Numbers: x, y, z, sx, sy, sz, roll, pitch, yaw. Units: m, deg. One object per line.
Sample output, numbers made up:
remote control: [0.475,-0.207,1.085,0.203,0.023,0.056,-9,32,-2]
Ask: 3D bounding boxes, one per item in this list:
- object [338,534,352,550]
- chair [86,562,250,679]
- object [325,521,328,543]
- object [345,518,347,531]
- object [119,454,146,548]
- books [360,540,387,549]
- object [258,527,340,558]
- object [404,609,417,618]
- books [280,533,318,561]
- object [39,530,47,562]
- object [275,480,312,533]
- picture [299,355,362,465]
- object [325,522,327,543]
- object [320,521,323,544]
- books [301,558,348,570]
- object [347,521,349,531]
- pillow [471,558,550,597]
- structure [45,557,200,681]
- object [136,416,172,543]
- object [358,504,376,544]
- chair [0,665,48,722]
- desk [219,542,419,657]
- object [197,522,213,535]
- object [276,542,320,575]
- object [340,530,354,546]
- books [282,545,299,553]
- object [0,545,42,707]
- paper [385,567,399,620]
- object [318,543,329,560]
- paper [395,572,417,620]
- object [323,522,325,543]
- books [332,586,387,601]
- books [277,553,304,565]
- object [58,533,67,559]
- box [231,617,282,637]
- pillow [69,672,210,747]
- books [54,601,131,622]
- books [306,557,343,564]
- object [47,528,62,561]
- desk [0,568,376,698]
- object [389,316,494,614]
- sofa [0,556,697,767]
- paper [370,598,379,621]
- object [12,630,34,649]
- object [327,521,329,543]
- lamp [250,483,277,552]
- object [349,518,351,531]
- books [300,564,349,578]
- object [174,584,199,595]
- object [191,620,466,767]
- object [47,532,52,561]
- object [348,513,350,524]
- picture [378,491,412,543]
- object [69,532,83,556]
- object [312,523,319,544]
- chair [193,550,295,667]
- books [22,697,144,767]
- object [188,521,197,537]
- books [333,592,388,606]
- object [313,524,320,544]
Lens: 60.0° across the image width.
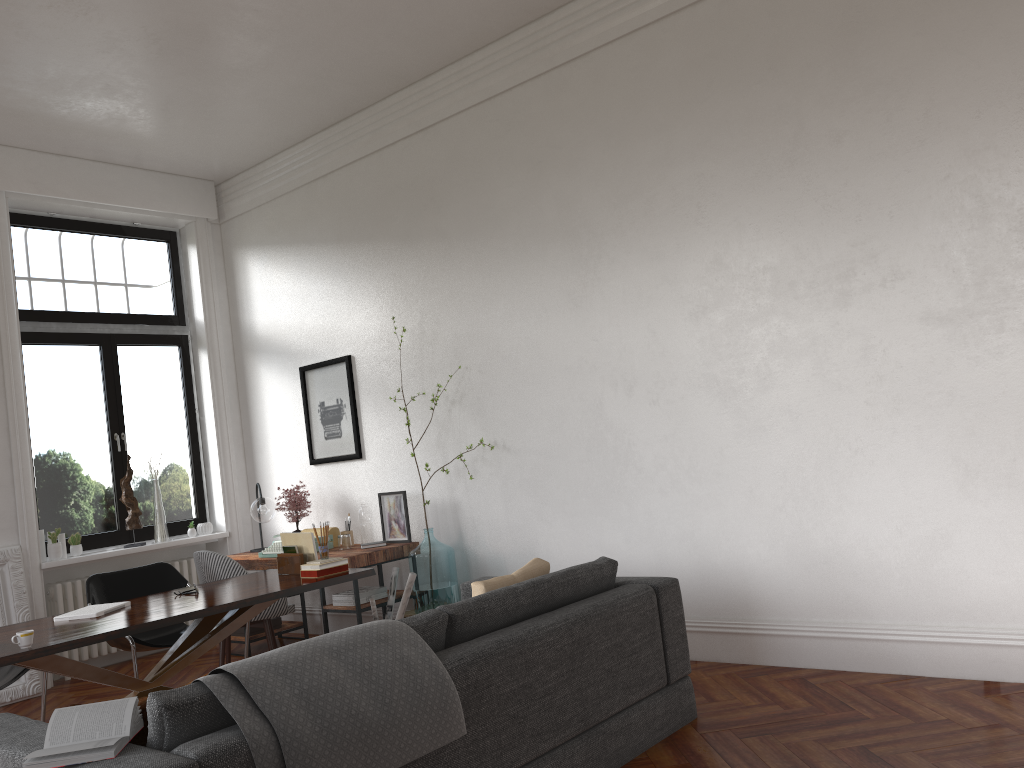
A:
object: [-1.217,1.148,6.448,0.093,0.101,0.093,-9,-4,31]
chair: [-2.096,1.540,5.329,0.747,0.871,0.752,-10,-4,40]
object: [-1.058,0.880,5.053,0.038,0.194,0.008,-6,-3,-24]
object: [-1.247,1.113,6.671,0.008,0.207,0.054,-7,-3,5]
object: [-3.090,0.946,7.180,0.165,0.753,0.143,-7,-3,-8]
books: [-1.005,1.150,6.337,0.213,0.031,0.129,-6,-4,-13]
object: [-1.619,1.181,6.625,0.536,0.148,0.484,-10,-5,38]
object: [-0.495,1.693,6.024,0.436,0.316,0.341,-10,-5,40]
books: [-1.256,0.994,5.251,0.310,0.239,0.043,-10,-4,40]
object: [-3.544,1.219,6.677,0.051,0.238,0.051,-6,-3,-15]
object: [-1.726,1.037,7.053,0.290,0.528,0.309,-7,-3,-5]
picture: [-1.455,0.220,7.106,0.635,0.815,0.050,-10,-4,40]
object: [-1.052,0.876,5.019,0.008,0.195,0.037,-5,-4,-38]
object: [-1.084,0.882,5.057,0.008,0.195,0.032,-7,-3,-6]
books: [-1.051,1.011,4.973,0.164,0.028,0.207,-10,-5,38]
object: [-1.236,1.113,6.677,0.008,0.207,0.054,-8,-3,27]
pillow: [-0.018,1.020,3.860,0.226,0.460,0.486,-10,-4,40]
structure: [-3.058,1.895,7.231,0.226,0.777,1.452,-9,-5,40]
object: [-2.911,0.787,7.384,0.290,1.052,0.295,-10,-4,43]
object: [-1.066,1.033,6.515,0.111,0.302,0.112,-6,-3,-14]
chair: [-2.851,1.566,4.429,0.747,0.871,0.752,-10,-4,40]
desk: [-1.502,1.628,6.619,1.801,0.757,0.647,-10,-5,40]
object: [-2.676,1.261,7.728,0.132,0.097,0.134,-8,-4,10]
object: [-1.252,1.024,5.207,0.229,0.166,0.149,-10,-5,40]
object: [-1.236,1.160,6.650,0.075,0.113,0.058,-10,-4,40]
books: [-1.294,1.031,5.229,0.129,0.157,0.040,-10,-4,40]
object: [-3.689,1.687,6.006,0.234,1.061,0.829,-9,-4,40]
paper: [-0.822,1.558,5.928,0.048,0.625,0.294,-9,-4,32]
object: [-1.067,0.948,5.029,0.058,0.091,0.058,-9,-4,27]
paper: [-0.734,1.533,5.746,0.330,0.609,0.047,-8,-3,20]
object: [-1.060,0.878,5.008,0.008,0.193,0.049,-6,-3,-26]
books: [-1.046,1.439,6.104,0.226,0.038,0.308,-10,-5,40]
books: [-1.288,1.048,5.166,0.221,0.124,0.028,-10,-4,40]
object: [-3.423,1.235,6.749,0.051,0.188,0.051,-6,-3,-15]
box: [-2.032,1.908,6.983,0.297,0.082,0.317,-10,-5,40]
pillow: [-1.082,1.095,2.732,0.469,0.396,0.331,-6,-3,-13]
books: [-2.125,1.155,4.503,0.231,0.026,0.326,-7,-4,5]
books: [-1.054,0.993,4.990,0.128,0.008,0.159,-11,-5,41]
object: [-3.431,1.201,6.649,0.098,0.244,0.102,-8,-3,18]
desk: [-1.819,1.498,4.419,1.031,0.750,2.225,-10,-5,40]
object: [-0.461,0.496,6.031,0.808,2.056,0.354,-8,-3,21]
sofa: [-0.507,1.278,3.484,1.264,0.828,2.643,-10,-5,40]
paper: [-0.861,1.624,5.751,0.073,0.478,0.033,-6,-3,-13]
object: [-2.016,1.056,3.657,0.082,0.065,0.064,-5,-4,-29]
object: [-1.051,0.879,5.044,0.044,0.194,0.008,-6,-3,-20]
lamp: [-2.009,1.066,7.111,0.207,0.549,0.442,-5,-4,-27]
object: [-1.220,1.109,6.659,0.054,0.207,0.008,-8,-3,23]
books: [-1.048,1.044,4.962,0.159,0.040,0.215,-11,-5,42]
object: [-1.760,1.121,4.843,0.133,0.047,0.114,-7,-4,3]
object: [-0.553,0.988,2.725,0.401,0.387,0.751,-10,-5,40]
object: [-3.485,1.228,6.714,0.051,0.213,0.051,-6,-3,-15]
object: [-1.223,1.094,6.674,0.023,0.239,0.028,-9,-4,37]
picture: [-0.850,0.964,6.412,0.283,0.369,0.023,-10,-4,40]
object: [-3.380,1.240,6.875,0.097,0.185,0.099,-5,-4,-27]
object: [-1.103,0.886,5.036,0.049,0.193,0.008,-7,-3,9]
chair: [-1.877,1.566,6.159,0.717,0.898,0.547,-9,-4,33]
books: [-1.166,0.948,2.424,0.224,0.096,0.279,-6,-4,-8]
object: [-2.725,1.235,7.543,0.072,0.134,0.072,-5,-3,-25]
books: [-1.042,1.473,6.090,0.226,0.038,0.308,-10,-5,39]
object: [-1.093,0.883,5.011,0.008,0.193,0.049,-10,-4,44]
